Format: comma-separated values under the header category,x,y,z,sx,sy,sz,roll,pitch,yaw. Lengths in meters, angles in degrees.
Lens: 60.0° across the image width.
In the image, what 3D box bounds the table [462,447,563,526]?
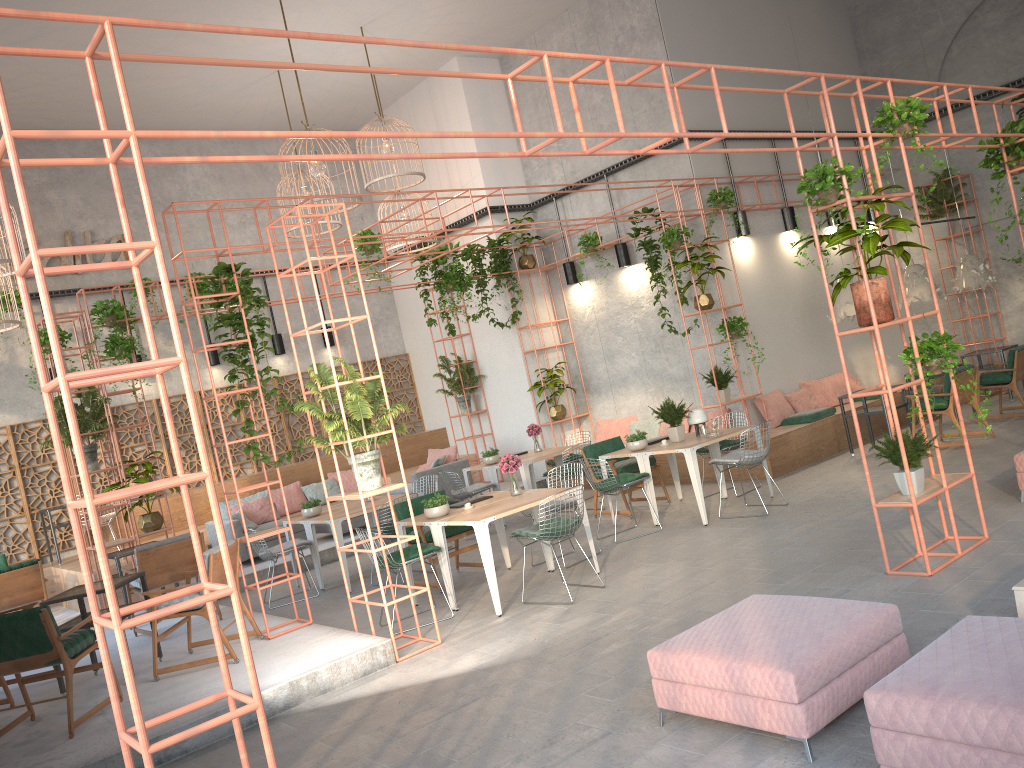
category,x,y,z,sx,sy,sz,roll,pitch,yaw
table,0.054,1.458,12.612,1.205,0.830,0.694,-13,1,-38

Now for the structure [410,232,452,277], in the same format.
category,x,y,z,sx,sy,sz,roll,pitch,yaw
structure,-1.448,-2.246,15.528,0.903,0.803,0.934,-12,0,23

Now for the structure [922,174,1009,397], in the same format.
category,x,y,z,sx,sy,sz,roll,pitch,yaw
structure,7.488,-1.590,14.533,0.430,3.597,0.630,-13,1,-38

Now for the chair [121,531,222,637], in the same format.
category,x,y,z,sx,sy,sz,roll,pitch,yaw
chair,-3.462,2.018,8.986,0.722,0.929,0.685,-13,1,-38

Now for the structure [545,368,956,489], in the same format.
category,x,y,z,sx,sy,sz,roll,pitch,yaw
structure,4.157,0.727,14.689,5.831,0.500,4.386,-13,1,-38

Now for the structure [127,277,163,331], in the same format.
category,x,y,z,sx,sy,sz,roll,pitch,yaw
structure,-5.679,-1.281,13.599,0.605,0.972,0.587,-13,1,-40

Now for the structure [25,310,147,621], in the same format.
category,x,y,z,sx,sy,sz,roll,pitch,yaw
structure,-4.993,0.974,10.265,0.722,3.623,0.748,-13,1,-38

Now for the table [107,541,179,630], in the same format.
category,x,y,z,sx,sy,sz,roll,pitch,yaw
table,-4.105,2.218,9.856,0.602,0.798,0.635,-13,1,-38

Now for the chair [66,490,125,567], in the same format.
category,x,y,z,sx,sy,sz,roll,pitch,yaw
chair,-5.328,1.839,11.358,0.565,0.941,0.717,-13,0,-29

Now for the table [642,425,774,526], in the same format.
category,x,y,z,sx,sy,sz,roll,pitch,yaw
table,2.183,1.011,9.846,1.214,0.830,0.694,-13,1,-38

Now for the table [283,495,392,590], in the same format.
category,x,y,z,sx,sy,sz,roll,pitch,yaw
table,-2.046,1.931,10.923,1.205,0.830,0.694,-13,1,-38

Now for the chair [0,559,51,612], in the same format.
category,x,y,z,sx,sy,sz,roll,pitch,yaw
chair,-5.503,2.461,9.760,0.722,0.929,0.685,-13,1,-38

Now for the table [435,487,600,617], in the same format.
category,x,y,z,sx,sy,sz,roll,pitch,yaw
table,0.060,1.502,8.113,1.214,0.830,0.694,-13,1,-38

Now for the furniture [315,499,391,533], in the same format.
category,x,y,z,sx,sy,sz,roll,pitch,yaw
furniture,-2.407,1.996,13.353,0.975,0.446,0.941,-13,1,-38

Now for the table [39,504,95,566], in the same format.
category,x,y,z,sx,sy,sz,roll,pitch,yaw
table,-6.280,2.114,12.641,0.602,0.798,0.635,-13,1,-38

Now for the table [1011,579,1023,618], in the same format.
category,x,y,z,sx,sy,sz,roll,pitch,yaw
table,2.935,1.098,4.340,0.916,0.455,0.520,-13,1,-38

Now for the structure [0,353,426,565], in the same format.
category,x,y,z,sx,sy,sz,roll,pitch,yaw
structure,-5.013,1.149,14.743,9.782,2.103,0.132,-13,1,-38

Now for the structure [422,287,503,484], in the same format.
category,x,y,z,sx,sy,sz,roll,pitch,yaw
structure,-0.879,0.029,15.687,0.424,3.596,0.624,-13,1,-38

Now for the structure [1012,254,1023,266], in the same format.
category,x,y,z,sx,sy,sz,roll,pitch,yaw
structure,8.330,-2.450,13.712,0.950,1.527,0.921,-12,0,-5

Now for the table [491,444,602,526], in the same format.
category,x,y,z,sx,sy,sz,roll,pitch,yaw
table,0.478,1.369,12.066,1.214,0.830,0.694,-13,1,-38

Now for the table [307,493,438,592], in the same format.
category,x,y,z,sx,sy,sz,roll,pitch,yaw
table,-1.623,1.842,10.379,1.214,0.830,0.694,-13,1,-38

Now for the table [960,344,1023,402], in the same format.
category,x,y,z,sx,sy,sz,roll,pitch,yaw
table,7.424,-0.132,13.656,0.602,0.798,0.635,-13,1,-38

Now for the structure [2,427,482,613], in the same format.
category,x,y,z,sx,sy,sz,roll,pitch,yaw
structure,-4.008,2.013,13.252,9.152,1.111,3.396,-13,1,-38

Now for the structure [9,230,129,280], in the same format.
category,x,y,z,sx,sy,sz,roll,pitch,yaw
structure,-6.886,-2.042,13.806,1.807,0.695,0.087,-13,1,-38

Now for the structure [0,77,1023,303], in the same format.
category,x,y,z,sx,sy,sz,roll,pitch,yaw
structure,1.054,-3.103,10.338,15.203,0.110,15.603,-13,1,-38

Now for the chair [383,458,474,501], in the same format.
category,x,y,z,sx,sy,sz,roll,pitch,yaw
chair,-1.341,1.641,14.092,1.052,0.672,1.127,-13,1,-38

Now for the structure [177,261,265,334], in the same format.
category,x,y,z,sx,sy,sz,roll,pitch,yaw
structure,-4.736,-1.330,14.271,1.434,1.290,0.670,-13,1,-38

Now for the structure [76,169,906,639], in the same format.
category,x,y,z,sx,sy,sz,roll,pitch,yaw
structure,1.604,-0.884,13.313,14.096,4.345,4.501,-13,1,-39

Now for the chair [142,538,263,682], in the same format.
category,x,y,z,sx,sy,sz,roll,pitch,yaw
chair,-2.595,1.847,7.393,0.685,0.914,0.722,-12,0,2

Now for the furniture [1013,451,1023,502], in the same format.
category,x,y,z,sx,sy,sz,roll,pitch,yaw
furniture,4.903,0.641,7.428,0.976,0.446,0.941,-13,1,-38

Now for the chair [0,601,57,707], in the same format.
category,x,y,z,sx,sy,sz,roll,pitch,yaw
chair,-4.454,2.252,7.551,0.685,0.917,0.722,-12,0,2

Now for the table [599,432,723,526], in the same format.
category,x,y,z,sx,sy,sz,roll,pitch,yaw
table,1.759,1.100,10.391,1.205,0.830,0.694,-13,1,-38

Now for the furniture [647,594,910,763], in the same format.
category,x,y,z,sx,sy,sz,roll,pitch,yaw
furniture,1.373,1.436,4.589,0.976,0.446,0.941,-13,1,-38

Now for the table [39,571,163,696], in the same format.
category,x,y,z,sx,sy,sz,roll,pitch,yaw
table,-3.413,2.084,7.415,0.635,0.798,0.602,-12,0,2

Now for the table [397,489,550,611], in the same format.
category,x,y,z,sx,sy,sz,roll,pitch,yaw
table,-0.364,1.592,8.659,1.205,0.830,0.694,-13,1,-38

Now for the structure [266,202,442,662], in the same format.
category,x,y,z,sx,sy,sz,roll,pitch,yaw
structure,-1.290,0.388,7.176,0.424,3.602,0.624,-13,1,-38

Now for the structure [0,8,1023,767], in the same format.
category,x,y,z,sx,sy,sz,roll,pitch,yaw
structure,5.063,-1.021,6.395,14.689,4.247,4.157,-13,1,-38

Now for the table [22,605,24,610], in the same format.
category,x,y,z,sx,sy,sz,roll,pitch,yaw
table,-6.016,2.633,10.436,0.602,0.798,0.635,-13,1,-38

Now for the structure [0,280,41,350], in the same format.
category,x,y,z,sx,sy,sz,roll,pitch,yaw
structure,-7.052,-0.972,12.495,0.605,0.972,0.587,-13,1,-40

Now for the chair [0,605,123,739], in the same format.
category,x,y,z,sx,sy,sz,roll,pitch,yaw
chair,-3.389,2.029,6.368,0.722,0.914,0.685,-12,0,2

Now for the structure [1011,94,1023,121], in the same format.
category,x,y,z,sx,sy,sz,roll,pitch,yaw
structure,8.330,-3.929,13.039,0.856,1.514,1.939,-13,1,-44

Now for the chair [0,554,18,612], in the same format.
category,x,y,z,sx,sy,sz,roll,pitch,yaw
chair,-6.688,2.710,11.304,0.722,0.929,0.685,-13,1,-38

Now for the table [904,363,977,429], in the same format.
category,x,y,z,sx,sy,sz,roll,pitch,yaw
table,6.077,0.171,12.573,0.602,0.798,0.635,-13,1,-38

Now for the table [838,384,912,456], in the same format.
category,x,y,z,sx,sy,sz,roll,pitch,yaw
table,4.731,0.475,11.490,0.602,0.798,0.635,-13,1,-38

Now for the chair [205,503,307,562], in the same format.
category,x,y,z,sx,sy,sz,roll,pitch,yaw
chair,-3.652,2.114,12.758,1.127,0.586,1.056,-13,1,-38
